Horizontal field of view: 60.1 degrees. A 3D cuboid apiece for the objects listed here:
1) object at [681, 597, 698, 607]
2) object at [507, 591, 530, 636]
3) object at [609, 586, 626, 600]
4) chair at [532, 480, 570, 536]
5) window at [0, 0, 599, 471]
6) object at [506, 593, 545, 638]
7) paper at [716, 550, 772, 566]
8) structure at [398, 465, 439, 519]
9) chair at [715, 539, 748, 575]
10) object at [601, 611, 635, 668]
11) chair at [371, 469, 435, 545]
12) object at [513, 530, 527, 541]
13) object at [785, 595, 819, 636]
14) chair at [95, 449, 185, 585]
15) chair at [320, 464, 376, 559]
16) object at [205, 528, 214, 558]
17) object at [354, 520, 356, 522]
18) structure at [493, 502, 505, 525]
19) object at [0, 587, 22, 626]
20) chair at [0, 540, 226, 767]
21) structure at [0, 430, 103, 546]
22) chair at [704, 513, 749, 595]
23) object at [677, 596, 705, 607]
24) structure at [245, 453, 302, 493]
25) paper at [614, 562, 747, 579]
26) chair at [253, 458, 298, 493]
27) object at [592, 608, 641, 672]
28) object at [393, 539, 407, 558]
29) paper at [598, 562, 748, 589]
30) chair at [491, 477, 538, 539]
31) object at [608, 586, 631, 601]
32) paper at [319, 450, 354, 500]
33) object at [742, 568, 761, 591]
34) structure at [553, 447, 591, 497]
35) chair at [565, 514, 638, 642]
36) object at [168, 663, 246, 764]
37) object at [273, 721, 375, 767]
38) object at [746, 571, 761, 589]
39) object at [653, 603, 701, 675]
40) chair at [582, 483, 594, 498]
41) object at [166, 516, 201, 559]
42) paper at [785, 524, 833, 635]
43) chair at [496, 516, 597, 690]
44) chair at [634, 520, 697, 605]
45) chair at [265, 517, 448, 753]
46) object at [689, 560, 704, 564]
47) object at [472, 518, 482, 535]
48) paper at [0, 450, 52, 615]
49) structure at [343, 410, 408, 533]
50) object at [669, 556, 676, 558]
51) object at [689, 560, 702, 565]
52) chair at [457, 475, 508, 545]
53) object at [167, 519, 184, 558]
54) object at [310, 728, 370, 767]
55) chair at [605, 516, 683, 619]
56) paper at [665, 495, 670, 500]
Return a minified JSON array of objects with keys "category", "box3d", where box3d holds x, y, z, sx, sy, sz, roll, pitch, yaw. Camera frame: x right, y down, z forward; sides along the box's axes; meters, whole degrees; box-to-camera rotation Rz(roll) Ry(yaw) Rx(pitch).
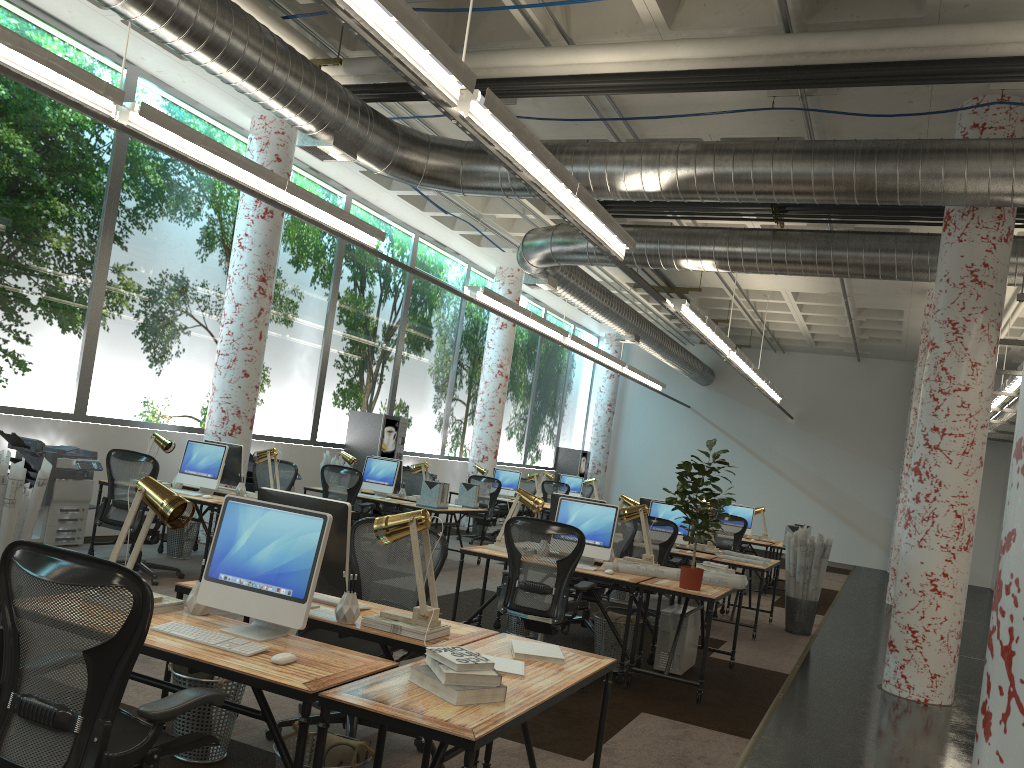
[{"category":"object","box3d":[1.959,2.348,9.619,0.234,0.403,0.120,7,-2,24]},{"category":"object","box3d":[0.067,1.883,7.354,0.234,0.403,0.120,7,-2,24]},{"category":"object","box3d":[1.229,2.293,10.254,0.234,0.403,0.120,7,-2,24]},{"category":"chair","box3d":[0.830,2.426,17.177,0.769,1.084,0.794,8,-2,7]},{"category":"window","box3d":[-3.041,-1.091,11.960,0.050,3.755,26.326,8,-4,24]},{"category":"object","box3d":[0.105,1.880,7.425,0.358,0.434,0.354,7,-3,20]},{"category":"paper","box3d":[2.483,1.860,9.468,0.566,0.061,0.629,6,-5,21]},{"category":"structure","box3d":[-1.629,1.937,15.189,0.502,1.056,1.063,7,-3,24]},{"category":"chair","box3d":[3.560,2.604,14.423,0.769,1.084,0.794,8,-2,7]},{"category":"object","box3d":[0.797,1.938,6.719,0.234,0.403,0.120,7,-2,24]},{"category":"chair","box3d":[-1.459,1.725,12.282,0.769,1.084,0.794,8,-2,7]},{"category":"object","box3d":[0.147,2.482,14.743,0.234,0.403,0.120,7,-2,24]},{"category":"object","box3d":[3.164,2.544,9.723,0.354,0.398,0.353,9,-3,-21]},{"category":"chair","box3d":[-3.224,1.121,7.678,0.769,1.084,0.794,8,-2,7]},{"category":"chair","box3d":[-2.001,1.515,10.543,0.769,1.084,0.794,8,-2,7]},{"category":"object","box3d":[-2.669,1.563,8.152,0.358,0.434,0.354,7,-3,20]},{"category":"object","box3d":[-2.143,1.925,11.722,0.234,0.403,0.120,7,-2,24]},{"category":"structure","box3d":[-0.358,2.347,18.168,0.502,1.056,1.063,7,-3,24]},{"category":"object","box3d":[-2.913,1.305,4.857,0.354,0.398,0.353,9,-3,-21]},{"category":"chair","box3d":[-1.253,1.019,2.687,0.769,1.084,0.794,8,-2,7]},{"category":"structure","box3d":[-4.455,1.027,8.563,0.502,1.056,1.063,7,-3,24]},{"category":"chair","box3d":[3.018,2.394,12.685,0.769,1.084,0.794,8,-2,7]},{"category":"object","box3d":[1.926,2.324,9.549,0.358,0.434,0.354,7,-3,20]},{"category":"structure","box3d":[-3.190,1.435,11.534,0.502,1.056,1.063,7,-3,24]},{"category":"paper","box3d":[1.262,1.437,6.740,1.136,0.082,0.083,9,-3,-12]},{"category":"chair","box3d":[-2.682,1.331,9.417,0.769,1.084,0.794,8,-2,7]},{"category":"object","box3d":[0.764,1.914,6.649,0.358,0.434,0.354,7,-3,20]},{"category":"object","box3d":[-1.413,1.980,11.087,0.234,0.403,0.120,7,-2,24]},{"category":"paper","box3d":[1.195,1.416,6.587,1.134,0.082,0.083,8,-3,-2]},{"category":"chair","box3d":[0.101,2.227,15.937,0.769,1.084,0.794,8,-2,7]},{"category":"object","box3d":[1.267,2.290,10.324,0.358,0.434,0.354,7,-3,20]},{"category":"paper","box3d":[-2.480,1.513,12.198,0.440,1.196,0.413,8,-2,2]},{"category":"object","box3d":[3.573,2.835,13.159,0.358,0.434,0.354,7,-3,20]},{"category":"structure","box3d":[1.475,2.547,22.342,0.636,1.808,0.753,7,-2,24]},{"category":"chair","box3d":[0.751,1.683,7.914,0.769,1.084,0.794,8,-2,7]},{"category":"object","box3d":[-1.357,1.427,3.937,0.358,0.434,0.354,7,-3,20]},{"category":"object","box3d":[-0.698,1.461,3.161,0.358,0.434,0.354,7,-3,20]},{"category":"object","box3d":[3.607,2.859,13.229,0.234,0.403,0.120,7,-2,24]},{"category":"object","box3d":[1.326,2.017,7.039,0.220,0.454,0.544,7,-3,24]},{"category":"chair","box3d":[1.372,2.637,18.916,0.769,1.084,0.794,8,-2,7]},{"category":"object","box3d":[-3.328,1.528,8.928,0.358,0.434,0.354,7,-3,20]},{"category":"paper","box3d":[3.199,2.133,9.729,0.440,1.196,0.413,8,-2,2]},{"category":"chair","box3d":[0.209,1.473,6.175,0.769,1.084,0.794,8,-2,7]},{"category":"chair","box3d":[1.913,2.093,10.813,0.769,1.084,0.794,8,-2,7]},{"category":"chair","box3d":[-0.711,1.230,4.426,0.769,1.084,0.794,8,-2,7]},{"category":"object","box3d":[2.914,2.801,13.934,0.358,0.434,0.354,7,-3,20]},{"category":"object","box3d":[-0.583,2.427,15.378,0.234,0.403,0.120,7,-2,24]},{"category":"paper","box3d":[-2.878,0.894,4.862,0.440,1.196,0.413,8,-2,2]},{"category":"structure","box3d":[-2.179,1.371,13.782,0.636,1.808,0.753,7,-2,24]},{"category":"object","box3d":[2.505,2.803,14.335,0.354,0.398,0.353,9,-3,-21]},{"category":"object","box3d":[2.877,2.804,13.864,0.234,0.403,0.120,7,-2,24]},{"category":"chair","box3d":[-0.441,2.017,14.199,0.769,1.084,0.794,8,-2,7]},{"category":"object","box3d":[-3.366,1.531,8.857,0.234,0.403,0.120,7,-2,24]},{"category":"object","box3d":[-0.664,1.485,3.231,0.234,0.403,0.120,7,-2,24]},{"category":"chair","box3d":[1.371,1.882,9.075,0.769,1.084,0.794,8,-2,7]},{"category":"paper","box3d":[2.539,2.392,14.340,0.440,1.196,0.413,8,-2,2]}]
